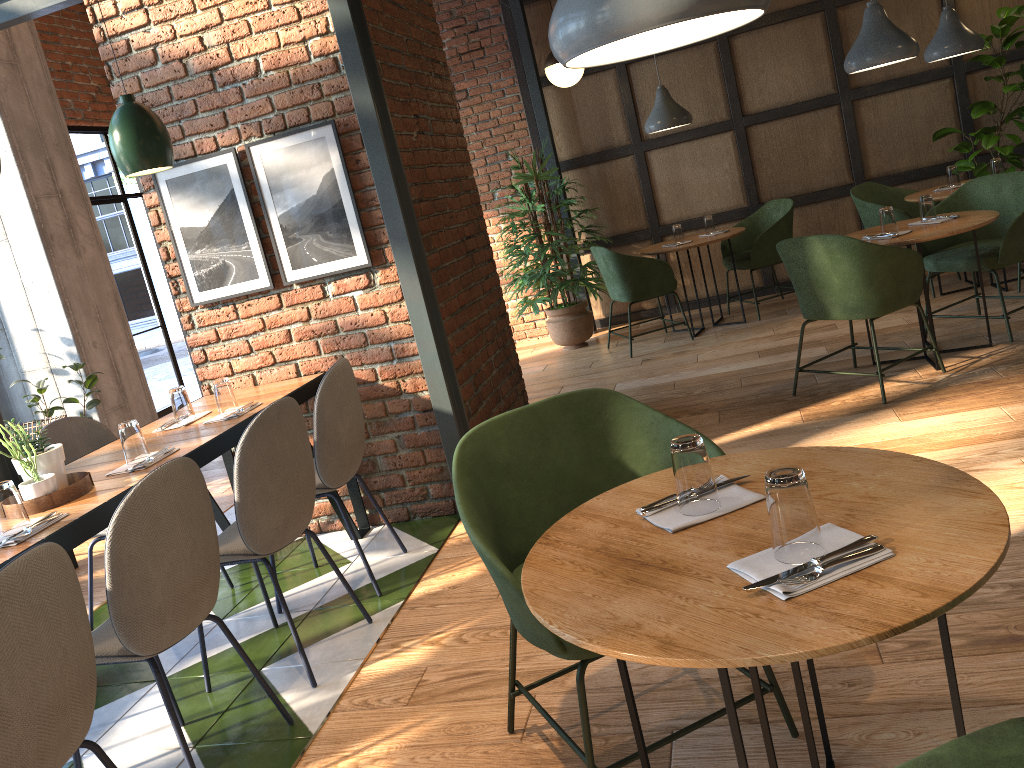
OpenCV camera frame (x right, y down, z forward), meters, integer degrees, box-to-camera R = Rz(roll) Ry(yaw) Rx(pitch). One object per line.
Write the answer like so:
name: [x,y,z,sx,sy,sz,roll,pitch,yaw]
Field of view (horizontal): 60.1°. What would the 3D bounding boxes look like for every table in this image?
table: [3.100,-0.982,5.889,0.805,0.682,0.816,-11,11,15]
table: [0.488,0.581,1.600,0.806,0.682,0.815,-3,15,45]
table: [2.138,-0.475,4.625,0.813,0.682,0.808,-21,13,-32]
table: [-3.004,0.809,4.404,1.268,0.701,0.665,-11,11,15]
table: [-1.344,0.722,2.806,0.656,0.759,2.802,-11,12,15]
table: [1.428,-0.758,6.723,0.814,0.682,0.807,-21,13,-34]

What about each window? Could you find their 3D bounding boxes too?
window: [-3.373,-0.741,7.169,0.097,2.679,2.158,-11,11,15]

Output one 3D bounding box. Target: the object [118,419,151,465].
object: [-1.267,0.192,2.961,0.080,0.137,0.080,-16,10,-11]

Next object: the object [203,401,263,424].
object: [-1.096,0.110,3.464,0.157,0.019,0.245,-10,12,15]

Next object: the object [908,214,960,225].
object: [2.207,-0.858,4.616,0.158,0.019,0.243,-18,13,-19]

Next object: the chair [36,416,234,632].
chair: [-1.537,0.534,3.599,0.506,0.881,0.423,-10,11,21]

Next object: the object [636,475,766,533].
object: [0.367,0.221,1.698,0.243,0.019,0.158,-17,12,-15]

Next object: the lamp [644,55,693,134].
lamp: [0.636,-4.011,6.148,0.356,4.456,0.352,-21,12,-39]

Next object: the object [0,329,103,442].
object: [-3.041,0.203,5.319,0.857,1.486,0.907,-7,12,34]

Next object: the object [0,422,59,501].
object: [-1.433,0.235,2.626,0.115,0.280,0.129,-12,10,11]

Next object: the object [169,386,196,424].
object: [-1.319,0.081,3.533,0.080,0.137,0.081,-6,12,36]

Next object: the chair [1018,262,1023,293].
chair: [3.430,-1.039,5.466,0.644,0.812,0.515,-22,13,-37]

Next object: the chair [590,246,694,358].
chair: [0.947,-0.687,6.615,0.516,0.812,0.642,-15,10,-9]

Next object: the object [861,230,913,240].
object: [1.900,-0.762,4.518,0.158,0.019,0.243,-18,13,-19]

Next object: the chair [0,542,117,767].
chair: [-1.088,0.803,1.857,0.506,0.881,0.422,-12,10,11]

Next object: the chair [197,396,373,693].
chair: [-0.859,0.509,2.956,0.506,0.881,0.423,-10,11,22]

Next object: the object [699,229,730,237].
object: [1.530,-1.139,6.669,0.158,0.019,0.243,-18,13,-18]

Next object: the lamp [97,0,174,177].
lamp: [-1.651,-1.790,3.298,0.223,2.006,0.226,-11,10,19]

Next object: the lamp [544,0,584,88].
lamp: [-0.055,-3.817,5.692,0.270,3.765,0.268,-19,11,-31]

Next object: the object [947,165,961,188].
object: [2.951,-1.392,5.928,0.080,0.137,0.080,-15,10,-7]

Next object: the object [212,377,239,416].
object: [-1.129,0.046,3.479,0.080,0.137,0.080,-16,10,-11]

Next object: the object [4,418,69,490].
object: [-1.469,0.220,2.747,0.146,0.274,0.147,-14,10,-4]

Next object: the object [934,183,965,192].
object: [2.964,-1.334,5.965,0.244,0.019,0.157,-20,14,-29]

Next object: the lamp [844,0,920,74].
lamp: [1.332,-3.728,4.068,0.356,4.456,0.352,-21,12,-39]

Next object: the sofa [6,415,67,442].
sofa: [-2.885,0.650,4.942,1.089,0.727,0.475,-11,11,15]

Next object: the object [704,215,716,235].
object: [1.486,-1.198,6.671,0.080,0.137,0.081,-15,10,-6]

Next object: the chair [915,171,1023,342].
chair: [2.585,-0.700,4.845,0.518,0.812,0.640,-18,11,-24]

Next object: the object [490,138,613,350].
object: [0.321,-1.124,7.158,0.983,1.709,0.917,-17,11,-19]

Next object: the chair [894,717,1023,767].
chair: [0.644,0.604,1.006,0.640,0.812,0.517,-16,10,-14]

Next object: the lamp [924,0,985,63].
lamp: [2.323,-4.242,5.330,0.356,4.456,0.352,-21,12,-39]

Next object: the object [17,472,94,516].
object: [-1.425,0.338,2.715,0.252,0.046,0.255,-16,12,-11]

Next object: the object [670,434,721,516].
object: [0.339,0.167,1.659,0.080,0.137,0.081,-14,10,-2]

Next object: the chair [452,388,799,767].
chair: [0.236,0.466,2.095,0.641,0.812,0.517,-17,11,-19]

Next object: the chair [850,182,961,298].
chair: [2.763,-1.048,6.252,0.514,0.812,0.644,-3,15,46]

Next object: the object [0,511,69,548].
object: [-1.341,0.401,2.399,0.157,0.019,0.245,-10,12,15]

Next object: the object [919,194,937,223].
object: [2.163,-0.916,4.616,0.081,0.137,0.080,-21,12,-36]

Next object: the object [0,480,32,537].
object: [-1.374,0.336,2.415,0.080,0.137,0.080,-18,11,-21]

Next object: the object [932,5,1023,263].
object: [3.590,-1.766,6.293,1.054,1.781,0.729,-9,11,25]

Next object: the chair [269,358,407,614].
chair: [-0.779,0.374,3.487,0.506,0.881,0.422,-12,10,11]

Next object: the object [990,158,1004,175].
object: [3.113,-1.379,5.690,0.080,0.137,0.081,-9,11,23]

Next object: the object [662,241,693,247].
object: [1.220,-1.044,6.578,0.158,0.019,0.243,-18,13,-18]

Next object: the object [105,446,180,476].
object: [-1.234,0.256,2.945,0.157,0.019,0.245,-10,12,15]

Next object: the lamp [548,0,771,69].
lamp: [-0.281,-2.682,1.048,0.356,4.456,0.352,-21,12,-39]

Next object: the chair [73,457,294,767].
chair: [-1.004,0.661,2.415,0.506,0.881,0.423,-10,11,21]

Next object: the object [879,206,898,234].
object: [1.910,-0.831,4.504,0.081,0.137,0.080,-21,12,-36]

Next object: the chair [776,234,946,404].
chair: [1.702,-0.388,4.397,0.518,0.812,0.639,-19,12,-29]

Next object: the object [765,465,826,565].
object: [0.439,0.201,1.390,0.080,0.137,0.081,-14,10,-2]

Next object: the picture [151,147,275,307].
picture: [-1.333,-0.689,3.946,0.429,0.626,0.015,-11,10,15]

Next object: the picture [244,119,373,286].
picture: [-0.877,-0.773,3.823,0.429,0.626,0.015,-11,10,15]

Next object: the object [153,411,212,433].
object: [-1.322,0.142,3.569,0.157,0.019,0.245,-11,12,14]

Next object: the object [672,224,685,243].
object: [1.230,-1.113,6.564,0.080,0.137,0.081,-15,10,-6]

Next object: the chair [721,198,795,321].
chair: [1.922,-0.966,6.812,0.516,0.812,0.642,-15,10,-9]

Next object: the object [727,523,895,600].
object: [0.450,0.271,1.375,0.243,0.019,0.158,-17,12,-15]
